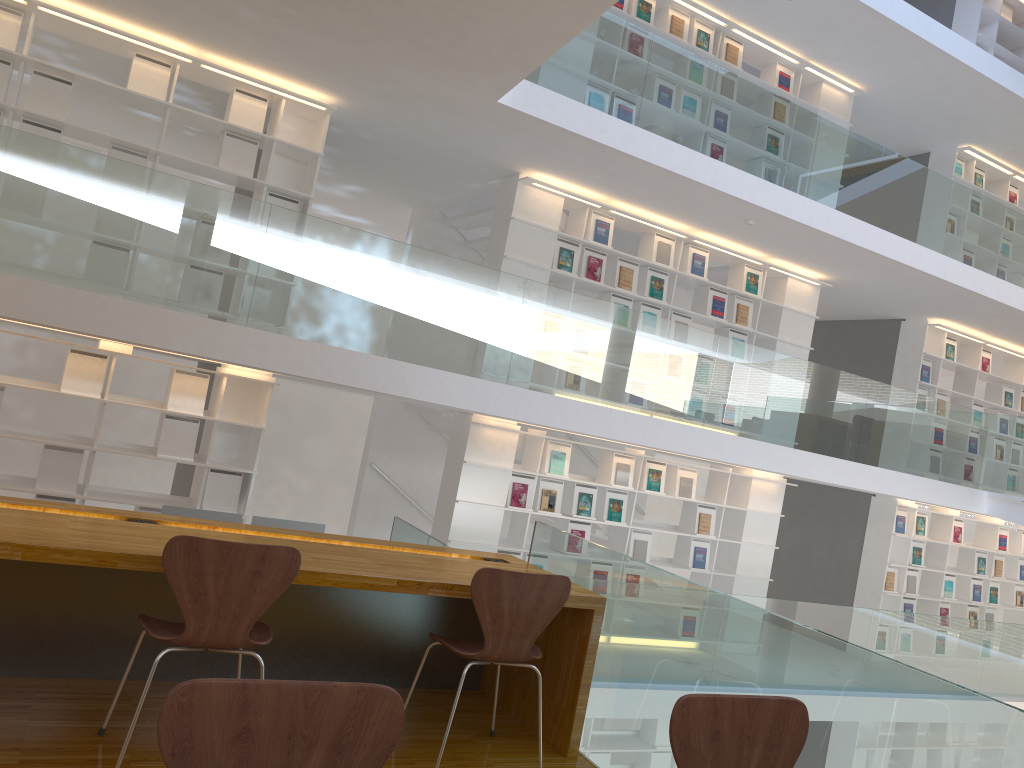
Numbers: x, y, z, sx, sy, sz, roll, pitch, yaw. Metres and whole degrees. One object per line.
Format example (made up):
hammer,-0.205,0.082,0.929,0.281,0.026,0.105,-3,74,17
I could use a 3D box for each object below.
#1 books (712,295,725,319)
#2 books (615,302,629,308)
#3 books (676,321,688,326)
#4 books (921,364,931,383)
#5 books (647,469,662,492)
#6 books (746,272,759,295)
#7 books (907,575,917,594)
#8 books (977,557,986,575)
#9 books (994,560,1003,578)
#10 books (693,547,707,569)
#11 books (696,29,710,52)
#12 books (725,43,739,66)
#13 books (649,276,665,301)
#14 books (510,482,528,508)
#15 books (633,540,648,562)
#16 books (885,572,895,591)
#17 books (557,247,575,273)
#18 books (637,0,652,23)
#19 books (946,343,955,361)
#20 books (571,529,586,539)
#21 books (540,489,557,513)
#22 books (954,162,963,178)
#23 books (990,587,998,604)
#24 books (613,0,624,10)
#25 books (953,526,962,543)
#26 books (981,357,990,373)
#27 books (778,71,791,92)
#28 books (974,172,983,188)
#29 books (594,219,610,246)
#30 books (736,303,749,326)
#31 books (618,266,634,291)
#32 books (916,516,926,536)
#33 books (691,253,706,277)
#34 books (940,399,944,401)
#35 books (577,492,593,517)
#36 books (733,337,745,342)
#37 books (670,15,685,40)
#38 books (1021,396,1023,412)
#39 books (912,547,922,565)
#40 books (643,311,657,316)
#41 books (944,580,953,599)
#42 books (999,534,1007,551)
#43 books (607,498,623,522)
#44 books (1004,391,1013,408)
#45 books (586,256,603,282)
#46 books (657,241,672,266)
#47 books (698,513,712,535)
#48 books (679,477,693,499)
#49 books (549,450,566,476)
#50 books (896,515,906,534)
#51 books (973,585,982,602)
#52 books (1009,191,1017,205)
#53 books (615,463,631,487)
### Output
books,1.982,-0.732,8.513,0.145,0.210,0.037,13,-3,-29
books,0.977,-0.614,7.965,0.145,0.210,0.037,13,-3,-29
books,1.579,-0.475,8.303,0.145,0.210,0.037,13,-3,-29
books,4.715,-0.106,10.113,0.145,0.210,0.037,13,-3,-29
books,1.323,0.900,8.234,0.145,0.210,0.037,13,-3,-29
books,2.360,-0.983,8.704,0.145,0.210,0.037,13,-3,-29
books,4.582,2.306,10.166,0.145,0.210,0.037,13,-3,-29
books,5.710,2.217,10.783,0.145,0.210,0.037,13,-3,-29
books,6.010,2.284,10.951,0.145,0.210,0.037,13,-3,-29
books,1.811,1.682,8.542,0.145,0.210,0.037,13,-3,-29
books,1.782,-3.190,8.275,0.145,0.210,0.037,13,-3,-29
books,2.096,-3.127,8.451,0.145,0.210,0.037,13,-3,-29
books,1.331,-0.875,8.146,0.145,0.210,0.037,13,-3,-29
books,0.063,0.951,7.549,0.145,0.210,0.037,13,-3,-29
books,1.185,1.551,8.192,0.145,0.210,0.037,13,-3,-29
books,4.255,2.223,9.986,0.145,0.210,0.037,13,-3,-29
books,0.466,-1.065,7.666,0.145,0.210,0.037,13,-3,-29
books,1.184,-3.327,7.937,0.145,0.210,0.037,13,-3,-29
books,5.095,-0.358,10.311,0.145,0.210,0.037,13,-3,-29
books,0.576,1.400,7.854,0.145,0.210,0.037,13,-3,-29
books,0.317,1.025,7.703,0.145,0.210,0.037,13,-3,-29
books,5.141,-2.448,10.227,0.145,0.210,0.037,13,-3,-29
books,5.935,2.611,10.924,0.145,0.210,0.037,13,-3,-29
books,0.925,-3.387,7.795,0.145,0.210,0.037,13,-3,-29
books,5.292,1.801,10.532,0.145,0.210,0.037,13,-3,-29
books,5.681,-0.211,10.640,0.145,0.210,0.037,13,-3,-29
books,2.698,-2.978,8.789,0.145,0.210,0.037,13,-3,-29
books,5.483,-2.368,10.420,0.145,0.210,0.037,13,-3,-29
books,0.794,-1.335,7.827,0.145,0.210,0.037,13,-3,-29
books,2.252,-0.669,8.665,0.145,0.210,0.037,13,-3,-29
books,1.025,-0.943,7.978,0.145,0.210,0.037,13,-3,-29
books,4.703,1.632,10.201,0.145,0.210,0.037,13,-3,-29
books,1.760,-1.119,8.368,0.145,0.210,0.037,13,-3,-29
books,4.961,0.284,10.272,0.145,0.210,0.037,13,-3,-29
books,0.648,1.075,7.878,0.145,0.210,0.037,13,-3,-29
books,2.204,-0.340,8.652,0.145,0.210,0.037,13,-3,-29
books,1.513,-3.258,8.124,0.145,0.210,0.037,13,-3,-29
books,6.400,0.272,11.060,0.145,0.210,0.037,13,-3,-29
books,4.658,1.984,10.191,0.145,0.210,0.037,13,-3,-29
books,1.254,-0.555,8.124,0.145,0.210,0.037,13,-3,-29
books,5.169,2.433,10.498,0.145,0.210,0.037,13,-3,-29
books,6.070,1.975,10.968,0.145,0.210,0.037,13,-3,-29
books,0.937,1.151,8.035,0.145,0.210,0.037,13,-3,-29
books,6.099,0.205,10.892,0.145,0.210,0.037,13,-3,-29
books,0.728,-1.011,7.812,0.145,0.210,0.037,13,-3,-29
books,1.400,-1.198,8.166,0.145,0.210,0.037,13,-3,-29
books,1.857,1.357,8.554,0.145,0.210,0.037,13,-3,-29
books,1.652,0.994,8.419,0.145,0.210,0.037,13,-3,-29
books,0.396,0.692,7.715,0.145,0.210,0.037,13,-3,-29
books,4.392,1.597,10.025,0.145,0.210,0.037,13,-3,-29
books,5.648,2.547,10.763,0.145,0.210,0.037,13,-3,-29
books,6.070,-2.220,10.749,0.145,0.210,0.037,13,-3,-29
books,1.005,0.828,8.056,0.145,0.210,0.037,13,-3,-29
